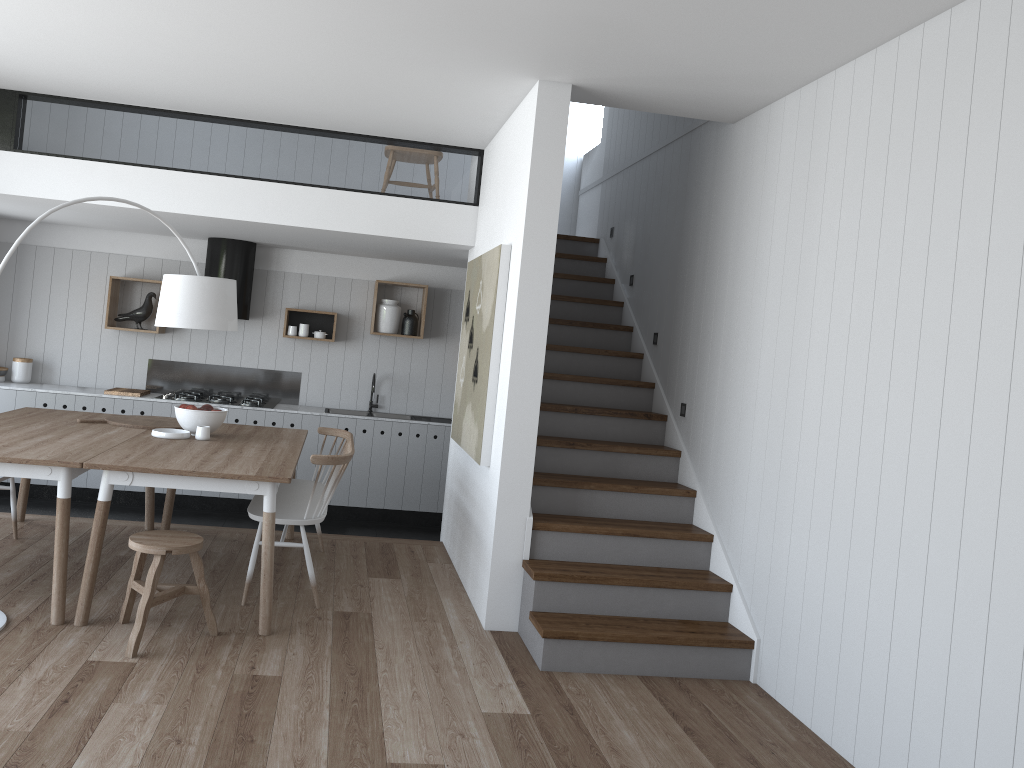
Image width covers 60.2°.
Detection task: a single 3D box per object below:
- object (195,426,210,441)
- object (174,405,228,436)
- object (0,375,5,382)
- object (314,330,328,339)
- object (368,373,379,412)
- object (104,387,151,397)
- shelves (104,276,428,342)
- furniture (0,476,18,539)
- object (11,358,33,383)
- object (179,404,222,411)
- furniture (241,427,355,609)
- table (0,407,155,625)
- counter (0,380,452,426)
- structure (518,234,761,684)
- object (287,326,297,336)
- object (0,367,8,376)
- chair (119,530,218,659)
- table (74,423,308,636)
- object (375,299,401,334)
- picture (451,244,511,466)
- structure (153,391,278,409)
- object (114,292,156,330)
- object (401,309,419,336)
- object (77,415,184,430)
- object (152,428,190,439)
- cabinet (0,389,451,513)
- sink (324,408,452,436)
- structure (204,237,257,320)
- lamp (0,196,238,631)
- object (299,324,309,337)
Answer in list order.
[{"bbox_3d":[-1.797,0.286,5.137,0.083,0.079,0.084,5,1,-9],"label":"object"},{"bbox_3d":[-1.879,0.227,5.325,0.311,0.164,0.319,5,2,-12],"label":"object"},{"bbox_3d":[-4.478,-0.056,7.487,0.335,0.055,0.317,7,3,30],"label":"object"},{"bbox_3d":[-1.710,-0.442,7.873,0.125,0.073,0.111,5,2,-31],"label":"object"},{"bbox_3d":[-1.231,0.089,7.937,0.089,0.375,0.293,6,1,-11],"label":"object"},{"bbox_3d":[-3.279,0.069,7.545,0.288,0.030,0.404,5,2,-10],"label":"object"},{"bbox_3d":[-1.720,-0.575,7.898,3.543,0.798,0.302,5,0,-8],"label":"shelves"},{"bbox_3d":[-3.100,0.562,4.765,0.538,0.811,1.375,5,2,-11],"label":"furniture"},{"bbox_3d":[-4.211,-0.114,7.589,0.149,0.212,0.159,5,1,-41],"label":"object"},{"bbox_3d":[-1.876,0.206,5.322,0.244,0.167,0.243,7,2,41],"label":"object"},{"bbox_3d":[-1.245,0.722,5.213,0.538,0.811,1.375,5,2,-11],"label":"furniture"},{"bbox_3d":[-2.637,0.629,4.957,0.926,0.750,2.064,5,2,-11],"label":"table"},{"bbox_3d":[-1.674,0.239,7.771,6.066,0.020,0.585,5,2,-8],"label":"counter"},{"bbox_3d":[0.410,0.131,5.868,1.045,2.631,3.643,5,1,-11],"label":"structure"},{"bbox_3d":[-1.943,-0.468,7.813,0.086,0.088,0.081,6,1,27],"label":"object"},{"bbox_3d":[-4.472,-0.114,7.487,0.371,0.066,0.348,7,3,40],"label":"object"},{"bbox_3d":[-1.529,0.926,4.006,0.423,0.450,0.493,5,1,-23],"label":"chair"},{"bbox_3d":[-1.721,0.712,5.081,0.926,0.750,2.064,5,2,-11],"label":"table"},{"bbox_3d":[-1.120,-0.607,7.973,0.222,0.301,0.235,5,1,-36],"label":"object"},{"bbox_3d":[-0.214,-0.196,5.488,0.059,1.219,1.312,6,1,-11],"label":"picture"},{"bbox_3d":[-2.545,0.126,7.657,0.973,0.048,0.560,5,2,-9],"label":"structure"},{"bbox_3d":[-3.280,-0.647,7.696,0.331,0.334,0.140,5,0,-7],"label":"object"},{"bbox_3d":[-0.919,-0.554,8.011,0.157,0.236,0.155,5,0,-12],"label":"object"},{"bbox_3d":[-2.298,0.247,5.622,0.605,0.023,0.668,6,2,13],"label":"object"},{"bbox_3d":[-1.982,0.290,5.138,0.209,0.035,0.221,4,3,-30],"label":"object"},{"bbox_3d":[-1.656,0.642,7.486,6.063,0.748,0.010,5,0,-8],"label":"cabinet"},{"bbox_3d":[-1.073,0.364,7.822,1.165,0.166,0.457,5,2,-8],"label":"sink"},{"bbox_3d":[-2.468,-1.010,7.726,0.427,0.869,0.402,6,0,37],"label":"structure"},{"bbox_3d":[-2.614,0.082,2.780,0.886,2.024,5.134,6,2,15],"label":"lamp"},{"bbox_3d":[-1.843,-0.473,7.827,0.085,0.116,0.086,5,1,-9],"label":"object"}]
